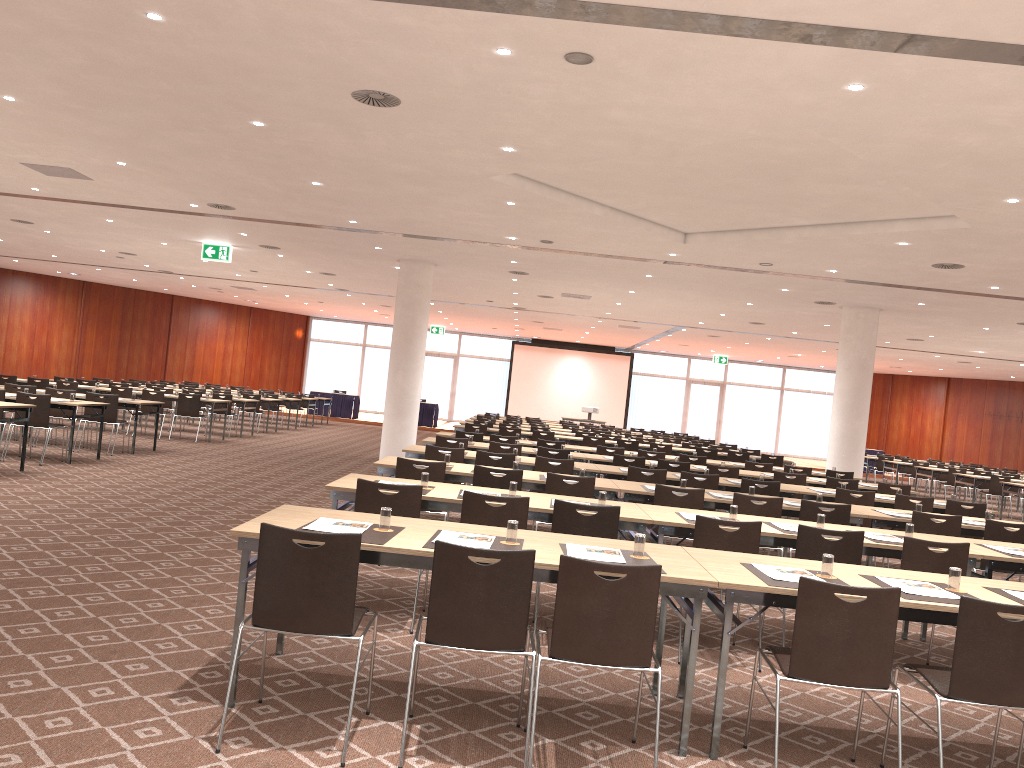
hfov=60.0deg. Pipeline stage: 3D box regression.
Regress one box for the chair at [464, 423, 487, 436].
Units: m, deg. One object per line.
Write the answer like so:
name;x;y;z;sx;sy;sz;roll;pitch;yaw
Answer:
chair;-0.738;1.245;17.473;0.535;0.939;0.614;6;0;2

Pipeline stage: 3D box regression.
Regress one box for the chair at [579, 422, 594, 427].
chair;2.248;1.665;27.411;0.535;0.939;0.614;6;0;0

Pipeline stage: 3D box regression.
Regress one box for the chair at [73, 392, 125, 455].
chair;-6.456;0.609;13.951;0.535;0.939;0.614;6;0;-2

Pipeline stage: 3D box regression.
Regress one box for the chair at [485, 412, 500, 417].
chair;-0.638;1.364;27.472;0.535;0.939;0.614;6;0;3

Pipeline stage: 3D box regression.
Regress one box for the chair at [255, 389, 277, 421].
chair;-7.578;0.638;27.455;0.535;0.939;0.614;6;0;-1

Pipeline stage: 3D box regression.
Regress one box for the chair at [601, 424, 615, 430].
chair;2.919;1.735;27.482;0.535;0.939;0.614;6;0;3

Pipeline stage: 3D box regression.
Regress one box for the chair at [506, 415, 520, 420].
chair;0.003;1.431;27.509;0.535;0.939;0.614;6;0;2

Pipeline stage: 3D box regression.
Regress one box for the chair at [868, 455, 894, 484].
chair;10.598;2.515;25.369;0.535;0.939;0.614;6;0;3

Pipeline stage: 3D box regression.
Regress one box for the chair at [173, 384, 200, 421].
chair;-8.610;0.488;23.545;0.535;0.939;0.613;6;0;-2

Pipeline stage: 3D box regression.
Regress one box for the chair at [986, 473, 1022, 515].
chair;11.836;2.600;21.277;0.535;0.939;0.614;6;0;-2

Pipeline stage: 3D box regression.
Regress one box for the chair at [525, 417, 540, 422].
chair;0.579;1.490;27.426;0.535;0.939;0.614;6;0;-2

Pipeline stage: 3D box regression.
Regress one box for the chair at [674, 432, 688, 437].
chair;5.151;1.968;27.385;0.535;0.939;0.614;6;0;3

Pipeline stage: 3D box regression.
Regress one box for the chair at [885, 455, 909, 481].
chair;11.950;2.678;27.416;0.535;0.939;0.614;6;0;2

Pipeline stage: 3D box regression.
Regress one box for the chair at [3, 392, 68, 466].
chair;-6.413;0.592;12.025;0.535;0.939;0.614;6;0;3

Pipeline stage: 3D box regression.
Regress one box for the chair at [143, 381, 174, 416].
chair;-9.320;0.413;23.470;0.535;0.939;0.614;6;0;3

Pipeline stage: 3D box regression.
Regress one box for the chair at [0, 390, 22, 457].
chair;-7.070;0.524;12.073;0.535;0.939;0.614;6;0;0

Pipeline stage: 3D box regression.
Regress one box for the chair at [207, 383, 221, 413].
chair;-9.260;0.464;27.551;0.535;0.939;0.614;6;0;-1

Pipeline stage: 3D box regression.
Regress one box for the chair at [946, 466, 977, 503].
chair;11.864;2.625;23.358;0.535;0.939;0.614;6;0;-2

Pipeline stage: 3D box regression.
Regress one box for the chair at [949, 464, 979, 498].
chair;12.962;2.761;25.348;0.535;0.939;0.614;6;0;-1

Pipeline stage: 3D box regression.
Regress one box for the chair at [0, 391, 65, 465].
chair;-6.457;0.588;12.025;0.535;0.939;0.614;6;0;0

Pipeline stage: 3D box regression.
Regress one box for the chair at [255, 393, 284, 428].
chair;-6.376;0.720;23.443;0.535;0.939;0.614;6;0;3

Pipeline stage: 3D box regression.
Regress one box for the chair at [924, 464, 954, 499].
chair;11.271;2.562;23.282;0.535;0.939;0.614;6;0;2

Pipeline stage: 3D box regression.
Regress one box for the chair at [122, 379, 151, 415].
chair;-9.953;0.348;23.617;0.535;0.939;0.614;6;0;-2

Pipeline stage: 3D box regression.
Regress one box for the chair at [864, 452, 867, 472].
chair;10.602;2.536;27.288;0.535;0.939;0.614;6;0;3

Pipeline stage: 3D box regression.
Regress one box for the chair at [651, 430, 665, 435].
chair;4.455;1.896;27.468;0.535;0.939;0.614;6;0;-1

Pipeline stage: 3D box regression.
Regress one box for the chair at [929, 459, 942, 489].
chair;12.861;2.772;27.268;0.535;0.939;0.614;6;0;-2

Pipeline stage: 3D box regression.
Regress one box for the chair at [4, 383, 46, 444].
chair;-7.791;0.471;14.080;0.535;0.939;0.614;6;0;3

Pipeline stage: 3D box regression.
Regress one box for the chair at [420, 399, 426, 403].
chair;-3.377;0.997;31.923;0.535;0.939;0.614;6;0;3

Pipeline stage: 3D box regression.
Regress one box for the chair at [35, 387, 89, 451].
chair;-7.077;0.545;14.031;0.535;0.939;0.614;6;0;1

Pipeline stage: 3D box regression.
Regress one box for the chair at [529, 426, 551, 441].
chair;0.583;1.405;19.503;0.535;0.939;0.614;6;0;2

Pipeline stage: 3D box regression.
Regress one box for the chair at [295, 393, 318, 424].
chair;-6.328;0.769;27.443;0.535;0.939;0.614;6;0;1

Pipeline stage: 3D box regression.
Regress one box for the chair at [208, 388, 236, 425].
chair;-7.678;0.586;23.596;0.535;0.939;0.614;6;0;1

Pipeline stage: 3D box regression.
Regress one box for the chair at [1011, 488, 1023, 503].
chair;13.601;2.806;23.342;0.535;0.939;0.614;6;0;-1

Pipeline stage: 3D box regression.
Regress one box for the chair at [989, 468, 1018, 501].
chair;14.135;2.885;25.396;0.535;0.939;0.614;6;0;3

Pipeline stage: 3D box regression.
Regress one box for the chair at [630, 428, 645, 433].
chair;3.804;1.827;27.397;0.535;0.939;0.614;6;0;-1

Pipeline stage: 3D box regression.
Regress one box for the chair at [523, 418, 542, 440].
chair;0.598;1.471;25.461;0.535;0.939;0.614;6;0;3

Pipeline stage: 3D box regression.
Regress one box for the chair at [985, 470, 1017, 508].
chair;12.947;2.739;23.407;0.535;0.939;0.614;6;0;2

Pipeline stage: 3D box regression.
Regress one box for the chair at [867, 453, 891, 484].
chair;11.367;2.617;27.362;0.535;0.939;0.614;6;0;-2

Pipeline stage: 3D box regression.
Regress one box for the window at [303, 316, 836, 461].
window;2.513;0.204;38.016;22.961;3.872;0.217;6;0;1

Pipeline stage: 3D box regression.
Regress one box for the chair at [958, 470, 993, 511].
chair;11.199;2.534;21.364;0.535;0.939;0.614;6;0;-2

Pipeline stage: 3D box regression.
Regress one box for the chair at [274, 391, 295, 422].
chair;-6.973;0.702;27.530;0.535;0.939;0.614;6;0;3

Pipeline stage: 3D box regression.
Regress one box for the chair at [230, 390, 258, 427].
chair;-7.059;0.650;23.531;0.535;0.939;0.614;6;0;3

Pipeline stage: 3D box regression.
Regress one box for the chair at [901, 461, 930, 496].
chair;10.683;2.503;23.428;0.535;0.939;0.614;6;0;-1

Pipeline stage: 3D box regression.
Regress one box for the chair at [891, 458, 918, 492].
chair;11.278;2.586;25.422;0.535;0.939;0.614;6;0;2

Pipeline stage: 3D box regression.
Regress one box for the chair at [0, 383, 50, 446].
chair;-7.725;0.478;14.079;0.535;0.939;0.614;6;0;0

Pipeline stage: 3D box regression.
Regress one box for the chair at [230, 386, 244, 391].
chair;-8.547;0.539;27.604;0.535;0.939;0.614;6;0;-1

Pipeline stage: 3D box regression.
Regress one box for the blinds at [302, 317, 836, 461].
blinds;2.476;0.227;37.793;22.851;3.816;0.115;6;0;1

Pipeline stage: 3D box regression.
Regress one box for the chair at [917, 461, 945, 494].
chair;11.998;2.660;25.275;0.535;0.939;0.614;6;0;-1

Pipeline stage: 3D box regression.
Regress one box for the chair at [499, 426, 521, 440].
chair;-0.075;1.314;17.509;0.535;0.939;0.614;6;0;1

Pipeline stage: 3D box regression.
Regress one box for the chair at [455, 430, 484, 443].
chair;-0.705;1.210;13.972;0.535;0.939;0.614;6;0;0

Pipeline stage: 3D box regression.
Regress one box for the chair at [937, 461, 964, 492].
chair;13.577;2.847;27.342;0.535;0.939;0.614;6;0;-2

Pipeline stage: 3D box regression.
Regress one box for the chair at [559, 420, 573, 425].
chair;1.636;1.601;27.452;0.535;0.939;0.614;6;0;1

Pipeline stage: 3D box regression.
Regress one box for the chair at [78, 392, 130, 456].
chair;-6.377;0.617;13.950;0.535;0.939;0.614;6;0;0

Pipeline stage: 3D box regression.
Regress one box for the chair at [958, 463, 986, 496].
chair;14.180;2.910;27.255;0.535;0.939;0.614;6;0;0

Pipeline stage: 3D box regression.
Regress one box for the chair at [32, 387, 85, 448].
chair;-7.126;0.540;14.031;0.535;0.939;0.614;6;0;-2

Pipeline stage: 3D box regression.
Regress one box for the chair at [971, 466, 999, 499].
chair;13.530;2.820;25.261;0.535;0.939;0.614;6;0;0

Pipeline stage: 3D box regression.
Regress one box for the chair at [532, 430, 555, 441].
chair;0.574;1.381;17.426;0.535;0.939;0.614;6;0;1

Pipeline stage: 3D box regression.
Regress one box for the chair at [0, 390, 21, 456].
chair;-7.076;0.524;12.073;0.535;0.939;0.614;6;0;-2

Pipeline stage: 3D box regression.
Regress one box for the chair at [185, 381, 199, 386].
chair;-9.921;0.394;27.476;0.535;0.939;0.613;6;0;-2

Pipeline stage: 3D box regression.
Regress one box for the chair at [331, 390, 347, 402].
chair;-6.261;0.696;31.949;0.535;0.939;0.614;6;0;3
